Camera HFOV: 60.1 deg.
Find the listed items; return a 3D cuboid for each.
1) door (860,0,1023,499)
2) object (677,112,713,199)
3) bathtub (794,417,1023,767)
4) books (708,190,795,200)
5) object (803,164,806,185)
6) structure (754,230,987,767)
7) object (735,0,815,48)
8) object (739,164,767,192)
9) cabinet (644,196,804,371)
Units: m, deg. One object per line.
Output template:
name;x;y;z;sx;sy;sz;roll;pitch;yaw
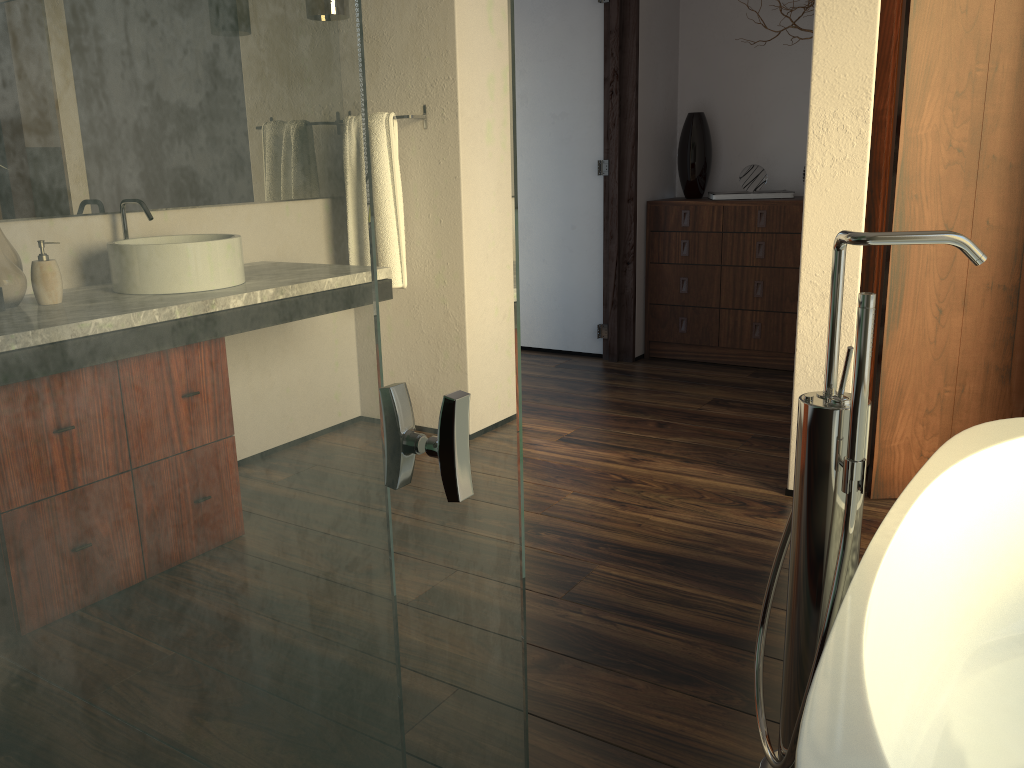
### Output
door;1.383;-0.600;2.337;0.747;1.946;0.454;8;17;33
object;0.918;-1.144;4.441;0.166;0.417;0.174;-14;19;-42
bathtub;0.838;0.485;1.093;0.782;0.485;1.584;7;17;32
books;1.218;-0.920;4.301;0.501;0.034;0.245;0;14;9
object;1.429;-0.973;4.131;0.137;0.200;0.140;-5;14;-12
structure;0.485;0.212;1.372;0.241;0.897;0.280;-6;15;-16
object;1.319;-1.562;3.921;0.724;1.449;0.834;-5;14;-13
object;1.172;-1.000;4.304;0.134;0.131;0.128;6;16;28
cabinet;1.264;-0.498;4.321;1.165;0.800;0.394;8;17;33
